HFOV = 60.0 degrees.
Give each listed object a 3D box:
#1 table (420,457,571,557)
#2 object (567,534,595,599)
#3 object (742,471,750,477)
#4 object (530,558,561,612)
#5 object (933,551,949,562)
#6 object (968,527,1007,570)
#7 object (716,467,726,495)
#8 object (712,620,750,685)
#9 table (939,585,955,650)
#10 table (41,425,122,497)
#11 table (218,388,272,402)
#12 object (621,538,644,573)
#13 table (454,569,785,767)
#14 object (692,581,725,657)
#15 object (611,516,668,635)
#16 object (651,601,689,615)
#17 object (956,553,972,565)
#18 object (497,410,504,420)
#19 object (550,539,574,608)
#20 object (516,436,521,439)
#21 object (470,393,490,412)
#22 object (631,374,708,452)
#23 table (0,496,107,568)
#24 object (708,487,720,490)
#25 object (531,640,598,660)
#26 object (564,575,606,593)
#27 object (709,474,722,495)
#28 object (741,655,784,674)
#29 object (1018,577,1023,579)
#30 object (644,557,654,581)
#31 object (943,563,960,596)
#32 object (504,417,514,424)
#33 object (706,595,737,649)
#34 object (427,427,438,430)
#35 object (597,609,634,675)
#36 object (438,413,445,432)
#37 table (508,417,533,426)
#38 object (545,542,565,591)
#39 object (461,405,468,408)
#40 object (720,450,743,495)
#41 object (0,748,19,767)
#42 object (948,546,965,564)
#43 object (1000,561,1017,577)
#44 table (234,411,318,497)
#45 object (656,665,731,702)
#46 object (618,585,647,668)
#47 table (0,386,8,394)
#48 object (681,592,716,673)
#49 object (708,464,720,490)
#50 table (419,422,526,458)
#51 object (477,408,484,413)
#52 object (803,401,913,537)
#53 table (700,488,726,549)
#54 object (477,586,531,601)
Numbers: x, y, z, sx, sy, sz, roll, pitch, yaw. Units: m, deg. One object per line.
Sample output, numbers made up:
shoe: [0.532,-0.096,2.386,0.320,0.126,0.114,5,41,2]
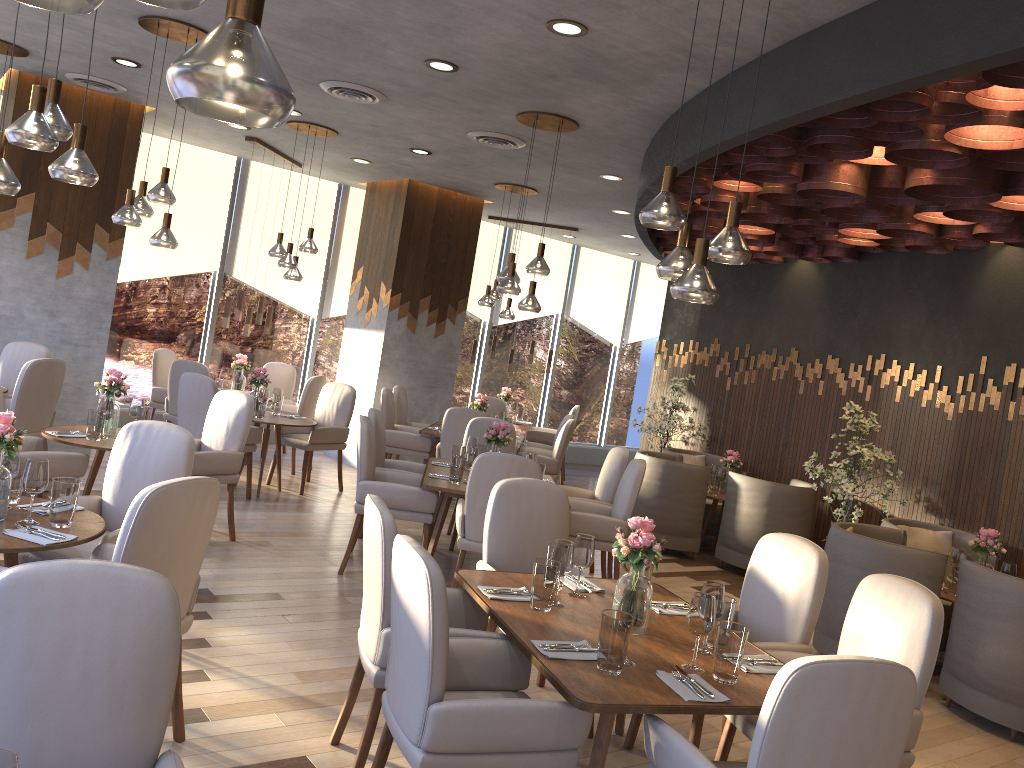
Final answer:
table: [-0.185,0.997,6.206,0.964,0.665,1.308,9,2,-3]
object: [0.277,0.728,3.547,0.092,0.244,0.092,9,1,-20]
object: [2.141,0.932,8.176,0.092,0.244,0.092,9,1,3]
object: [0.119,0.747,3.285,0.102,0.178,0.102,9,1,-15]
object: [2.720,1.170,5.663,0.102,0.178,0.102,8,1,-34]
object: [2.894,1.087,5.439,0.197,0.415,0.210,9,1,-24]
object: [1.919,0.896,8.172,0.092,0.244,0.092,10,1,27]
object: [0.693,0.860,2.835,0.102,0.178,0.102,8,1,-42]
table: [2.801,1.567,5.444,0.834,0.561,0.834,9,2,6]
table: [-2.487,0.658,5.474,0.835,0.662,0.833,10,2,13]
table: [-2.902,0.427,9.180,0.832,0.662,0.835,9,2,-17]
object: [0.483,0.758,3.618,0.092,0.244,0.092,9,1,-17]
table: [0.360,1.217,3.224,0.963,0.665,1.310,9,2,-20]
object: [0.685,0.815,3.082,0.092,0.244,0.092,10,1,23]
object: [0.447,0.686,3.233,0.209,0.415,0.198,9,1,-24]
object: [0.623,0.897,3.576,0.254,0.019,0.158,8,3,-19]
object: [2.729,1.151,5.368,0.092,0.244,0.092,10,1,22]
object: [-0.136,0.405,9.353,0.092,0.244,0.092,8,1,-41]
object: [0.182,0.720,3.377,0.092,0.244,0.092,9,1,-1]
object: [-0.031,0.541,9.245,0.255,0.019,0.157,10,2,7]
object: [-0.335,0.304,9.042,0.210,0.415,0.197,10,1,31]
object: [1.615,0.664,9.459,0.745,1.616,0.790,9,1,-31]
table: [-2.022,0.828,3.321,0.832,0.662,0.836,8,2,-38]
object: [1.941,0.997,8.546,0.157,0.019,0.255,8,3,-18]
object: [0.200,0.859,2.880,0.254,0.019,0.158,8,3,-21]
object: [0.291,0.837,3.711,0.157,0.019,0.255,8,3,-23]
object: [1.847,0.921,8.086,0.102,0.178,0.102,9,1,11]
object: [0.825,0.953,3.041,0.254,0.019,0.158,8,3,-19]
object: [3.019,1.238,5.216,0.102,0.178,0.102,9,1,-3]
object: [0.538,0.797,3.709,0.102,0.178,0.102,10,1,27]
object: [2.634,1.171,5.307,0.102,0.178,0.102,10,1,38]
object: [-0.048,0.451,9.408,0.102,0.178,0.102,10,1,33]
object: [0.739,0.853,3.173,0.102,0.178,0.102,9,1,-3]
object: [-0.716,0.449,8.811,0.255,0.019,0.157,9,2,6]
object: [0.314,0.803,2.748,0.102,0.178,0.102,9,1,-15]
object: [-0.670,0.383,8.647,0.102,0.178,0.102,9,1,12]
table: [-0.195,0.770,11.356,0.836,0.662,0.832,11,2,44]
object: [0.179,0.743,3.602,0.102,0.178,0.102,9,1,-17]
object: [-0.511,0.348,9.273,0.092,0.244,0.092,10,1,31]
object: [2.043,0.824,8.293,0.210,0.415,0.197,10,1,31]
object: [-0.770,0.662,1.278,0.092,0.244,0.092,10,1,44]
object: [2.790,1.152,5.575,0.092,0.244,0.092,8,1,-42]
object: [2.962,1.191,5.305,0.092,0.244,0.092,10,1,26]
table: [-2.164,0.611,7.719,0.836,0.662,0.832,10,2,28]
object: [0.547,0.922,2.738,0.157,0.019,0.255,8,3,-18]
object: [0.377,0.776,2.840,0.092,0.244,0.092,10,1,44]
table: [-4.256,0.323,6.563,0.836,0.662,0.832,11,2,40]
object: [0.610,0.811,2.897,0.092,0.244,0.092,9,1,-16]
object: [1.912,0.885,8.385,0.092,0.244,0.092,10,1,30]
table: [-0.422,0.834,9.021,0.965,0.665,1.307,9,2,4]
object: [-0.351,0.369,9.383,0.092,0.244,0.092,9,1,-17]
object: [2.609,0.941,6.817,0.788,1.616,0.747,9,1,-10]
table: [1.960,1.306,8.288,0.832,0.561,0.836,7,3,-44]
object: [0.005,0.804,3.417,0.254,0.019,0.158,8,3,-21]
